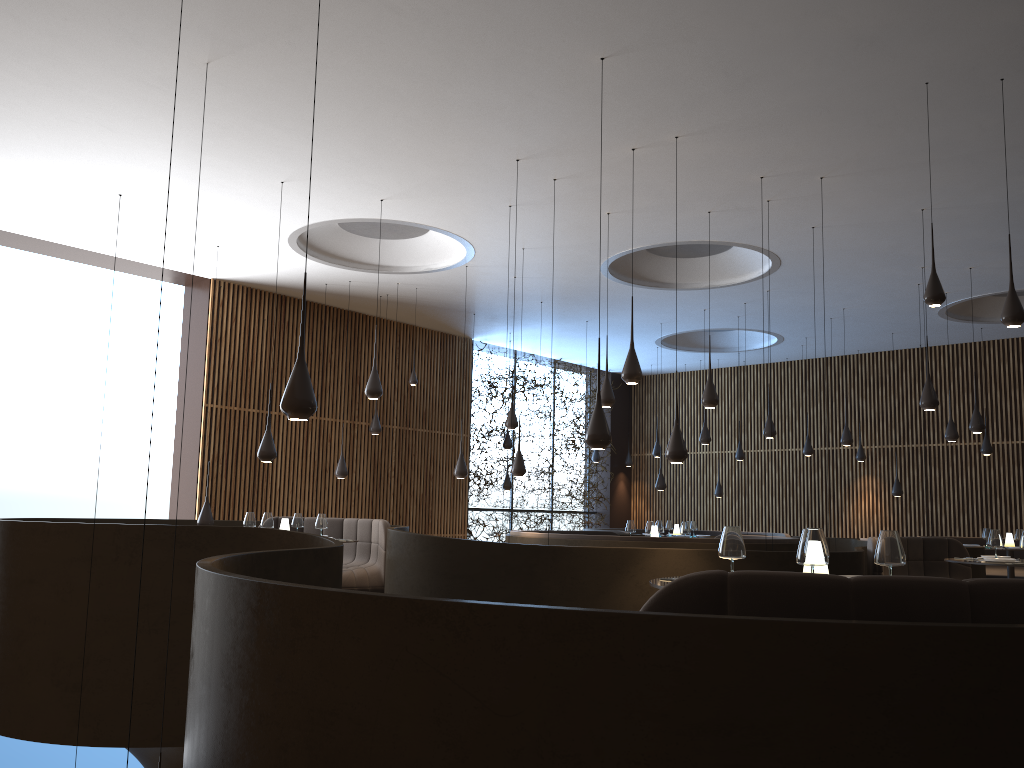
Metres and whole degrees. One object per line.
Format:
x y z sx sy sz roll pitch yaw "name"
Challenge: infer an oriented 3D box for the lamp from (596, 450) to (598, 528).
1.788 2.502 18.670 0.196 6.256 0.196 4 -8 -23 "lamp"

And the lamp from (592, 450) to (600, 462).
1.898 0.645 19.900 0.196 2.217 0.196 4 -8 -23 "lamp"

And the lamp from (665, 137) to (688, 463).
1.463 -0.778 7.878 0.196 2.952 0.196 8 -10 -43 "lamp"

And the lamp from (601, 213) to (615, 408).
1.074 -0.842 9.975 0.196 2.217 0.196 8 -10 -43 "lamp"

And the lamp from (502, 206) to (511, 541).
-0.092 1.110 9.568 0.196 6.256 0.196 8 -10 -43 "lamp"

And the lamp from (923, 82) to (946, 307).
2.716 -1.240 5.748 0.132 1.494 0.132 8 -10 -43 "lamp"

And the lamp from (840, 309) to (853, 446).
5.349 -0.118 14.226 0.196 2.217 0.196 3 -7 -13 "lamp"

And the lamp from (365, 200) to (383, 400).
-1.472 -0.939 9.708 0.196 2.217 0.196 3 -7 -13 "lamp"

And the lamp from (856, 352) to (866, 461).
6.933 0.430 17.678 0.196 2.217 0.196 -2 -8 26 "lamp"

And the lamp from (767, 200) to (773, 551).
2.704 1.122 9.222 0.196 6.256 0.196 4 -8 -23 "lamp"

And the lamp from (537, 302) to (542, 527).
0.409 1.779 14.006 0.196 6.256 0.196 2 -7 -3 "lamp"

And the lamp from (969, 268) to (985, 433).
6.146 -0.456 11.795 0.196 2.217 0.196 3 -7 -13 "lamp"

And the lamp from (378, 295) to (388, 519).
-2.054 1.684 13.741 0.196 6.256 0.196 7 -9 -40 "lamp"

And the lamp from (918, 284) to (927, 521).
5.799 1.666 12.414 0.196 6.256 0.196 3 -7 -13 "lamp"

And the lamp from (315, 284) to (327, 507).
-2.908 1.579 13.163 0.196 6.256 0.196 7 -9 -40 "lamp"

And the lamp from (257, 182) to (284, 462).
-2.465 -0.671 9.205 0.196 2.952 0.196 3 -7 -13 "lamp"

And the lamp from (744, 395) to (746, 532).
4.974 2.608 18.895 0.196 6.256 0.196 6 -8 -33 "lamp"

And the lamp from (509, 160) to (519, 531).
-0.016 0.920 8.277 0.196 6.256 0.196 3 -7 -13 "lamp"

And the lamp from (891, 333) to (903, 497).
6.891 0.542 15.947 0.196 2.952 0.196 -2 -8 26 "lamp"

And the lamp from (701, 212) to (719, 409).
2.198 -0.837 9.860 0.196 2.217 0.196 -4 -9 36 "lamp"

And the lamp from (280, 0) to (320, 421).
-1.117 -1.272 4.945 0.196 2.952 0.196 6 -8 -33 "lamp"

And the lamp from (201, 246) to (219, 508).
-3.958 1.285 11.346 0.196 6.256 0.196 -1 -7 16 "lamp"

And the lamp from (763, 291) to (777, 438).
3.830 -0.301 13.224 0.196 2.217 0.196 3 -7 -13 "lamp"

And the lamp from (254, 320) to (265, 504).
-3.710 2.159 12.676 0.196 6.256 0.196 -1 -7 16 "lamp"

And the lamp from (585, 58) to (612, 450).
0.650 -0.997 6.529 0.196 2.952 0.196 3 -7 -13 "lamp"

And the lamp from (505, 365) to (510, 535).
-0.111 2.252 17.273 0.196 6.256 0.196 4 -8 -23 "lamp"

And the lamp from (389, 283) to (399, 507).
-1.796 1.586 13.042 0.196 6.256 0.196 4 -7 -20 "lamp"

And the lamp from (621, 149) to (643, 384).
1.115 -1.104 8.201 0.196 2.217 0.196 3 -7 -13 "lamp"

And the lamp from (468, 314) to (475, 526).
-0.723 1.897 14.972 0.196 6.256 0.196 -1 -7 16 "lamp"

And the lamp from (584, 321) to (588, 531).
1.258 1.995 15.332 0.196 6.256 0.196 2 -7 -3 "lamp"

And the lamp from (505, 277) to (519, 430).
0.019 -0.451 12.771 0.196 2.217 0.196 -4 -9 36 "lamp"

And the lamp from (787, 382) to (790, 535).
5.765 2.558 18.433 0.196 6.256 0.196 4 -8 -23 "lamp"

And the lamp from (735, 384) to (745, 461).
4.675 0.459 18.214 0.196 2.217 0.196 -2 -8 26 "lamp"

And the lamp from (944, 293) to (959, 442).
6.460 -0.259 13.104 0.196 2.217 0.196 3 -7 -13 "lamp"

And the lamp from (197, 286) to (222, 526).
-3.618 0.266 10.731 0.196 2.952 0.196 2 -7 -3 "lamp"

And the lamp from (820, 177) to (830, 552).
3.047 1.030 8.548 0.196 6.256 0.196 -2 -8 26 "lamp"

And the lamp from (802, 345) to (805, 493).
5.634 2.350 17.052 0.196 6.256 0.196 6 -8 -33 "lamp"

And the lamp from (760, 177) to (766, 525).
2.451 1.020 8.574 0.196 6.256 0.196 -2 -8 26 "lamp"

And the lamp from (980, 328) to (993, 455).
8.206 0.122 15.404 0.196 2.217 0.196 -1 -7 17 "lamp"

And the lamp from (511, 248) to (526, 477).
0.114 -0.294 11.347 0.196 2.952 0.196 0 -7 7 "lamp"

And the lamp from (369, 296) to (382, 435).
-2.130 -0.308 14.092 0.196 2.217 0.196 4 -8 -23 "lamp"

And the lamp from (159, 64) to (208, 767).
-2.441 0.315 6.573 0.196 6.256 0.196 6 -8 -33 "lamp"

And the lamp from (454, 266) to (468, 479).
-0.666 -0.183 12.217 0.196 2.952 0.196 2 -7 -3 "lamp"

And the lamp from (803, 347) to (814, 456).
5.513 0.231 16.554 0.196 2.217 0.196 -2 -8 26 "lamp"

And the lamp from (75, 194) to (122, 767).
-3.505 1.446 7.395 0.196 6.256 0.196 6 -8 -33 "lamp"

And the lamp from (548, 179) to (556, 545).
0.370 1.000 8.755 0.196 6.256 0.196 8 -10 -43 "lamp"

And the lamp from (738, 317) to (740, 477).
3.782 1.960 14.711 0.196 6.256 0.196 3 -7 -13 "lamp"

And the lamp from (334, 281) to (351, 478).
-2.472 -0.083 13.171 0.196 2.952 0.196 -2 -8 26 "lamp"

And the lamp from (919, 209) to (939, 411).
4.496 -0.819 9.628 0.196 2.217 0.196 2 -7 -3 "lamp"

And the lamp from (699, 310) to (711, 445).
3.158 -0.122 14.509 0.196 2.217 0.196 3 -7 -13 "lamp"

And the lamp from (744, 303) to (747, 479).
3.647 1.817 13.764 0.196 6.256 0.196 3 -7 -13 "lamp"

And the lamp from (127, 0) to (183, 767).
-2.005 0.085 4.960 0.196 6.256 0.196 6 -8 -33 "lamp"

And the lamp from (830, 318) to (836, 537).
5.350 1.992 14.684 0.196 6.256 0.196 6 -8 -33 "lamp"

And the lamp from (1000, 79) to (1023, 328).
3.360 -1.241 6.008 0.153 1.731 0.153 0 -7 7 "lamp"

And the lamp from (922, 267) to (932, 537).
5.467 1.535 11.581 0.196 6.256 0.196 3 -7 -13 "lamp"

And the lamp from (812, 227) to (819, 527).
3.473 1.263 10.056 0.196 6.256 0.196 3 -7 -13 "lamp"
